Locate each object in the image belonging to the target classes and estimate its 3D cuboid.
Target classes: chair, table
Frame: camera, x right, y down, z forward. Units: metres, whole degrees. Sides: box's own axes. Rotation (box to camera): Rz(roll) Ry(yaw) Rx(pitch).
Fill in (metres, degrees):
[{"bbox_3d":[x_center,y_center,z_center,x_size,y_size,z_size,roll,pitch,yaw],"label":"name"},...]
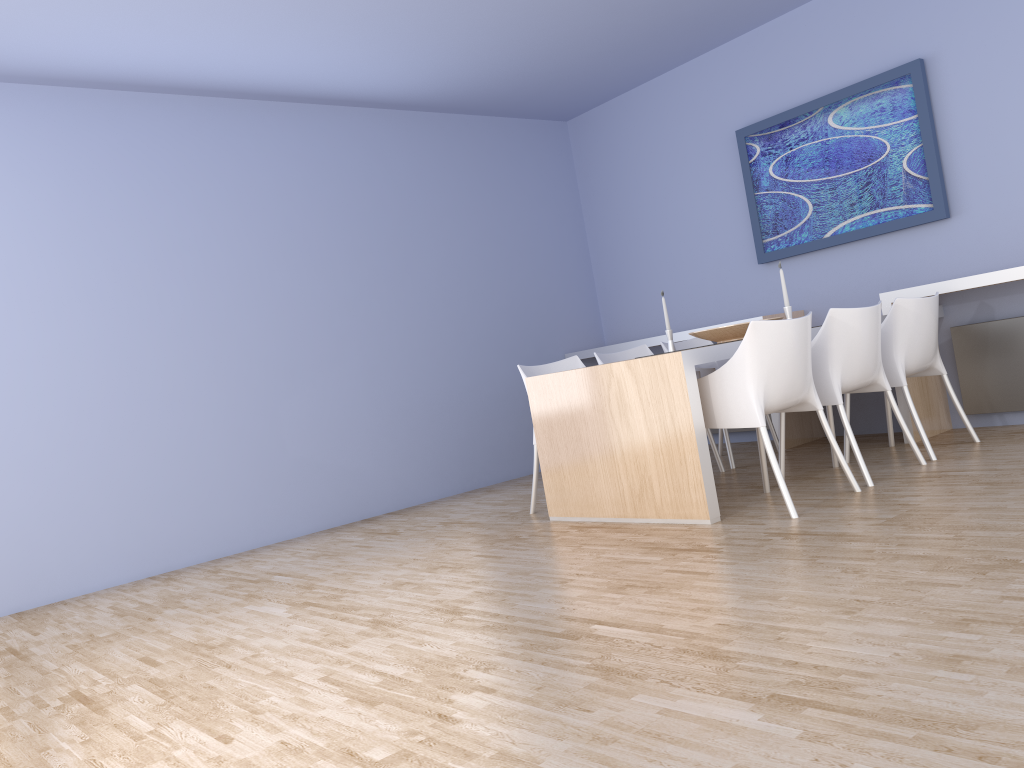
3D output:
[{"bbox_3d":[1.082,0.124,3.803,0.510,0.793,0.486,-10,1,-39],"label":"chair"},{"bbox_3d":[1.330,0.112,4.747,2.340,0.718,1.002,-10,1,-39],"label":"table"},{"bbox_3d":[1.536,0.043,4.180,0.510,0.793,0.486,-10,1,-39],"label":"chair"},{"bbox_3d":[0.804,0.163,5.055,0.510,0.793,0.486,-10,1,-39],"label":"chair"},{"bbox_3d":[1.984,-0.038,4.552,0.510,0.793,0.486,-10,1,-39],"label":"chair"},{"bbox_3d":[1.242,0.085,5.418,0.510,0.793,0.486,-10,1,-39],"label":"chair"},{"bbox_3d":[0.366,0.242,4.692,0.510,0.793,0.486,-10,1,-39],"label":"chair"}]

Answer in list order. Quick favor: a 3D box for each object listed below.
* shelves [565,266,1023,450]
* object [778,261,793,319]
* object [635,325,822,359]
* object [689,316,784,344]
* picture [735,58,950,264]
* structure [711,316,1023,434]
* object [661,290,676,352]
[{"bbox_3d":[1.867,-0.049,5.552,0.463,0.840,3.901,-10,1,-39],"label":"shelves"},{"bbox_3d":[1.332,-0.428,4.318,0.045,0.349,0.045,-10,1,-39],"label":"object"},{"bbox_3d":[1.193,-0.230,4.670,0.986,0.005,0.594,-10,1,-40],"label":"object"},{"bbox_3d":[1.185,-0.272,4.674,0.493,0.081,0.493,-10,0,-21],"label":"object"},{"bbox_3d":[1.972,-1.309,5.439,0.049,0.901,1.252,-10,1,-39],"label":"picture"},{"bbox_3d":[2.061,0.003,5.615,0.064,0.503,3.843,-10,1,-39],"label":"structure"},{"bbox_3d":[0.858,-0.349,4.907,0.045,0.349,0.045,-10,0,2],"label":"object"}]
